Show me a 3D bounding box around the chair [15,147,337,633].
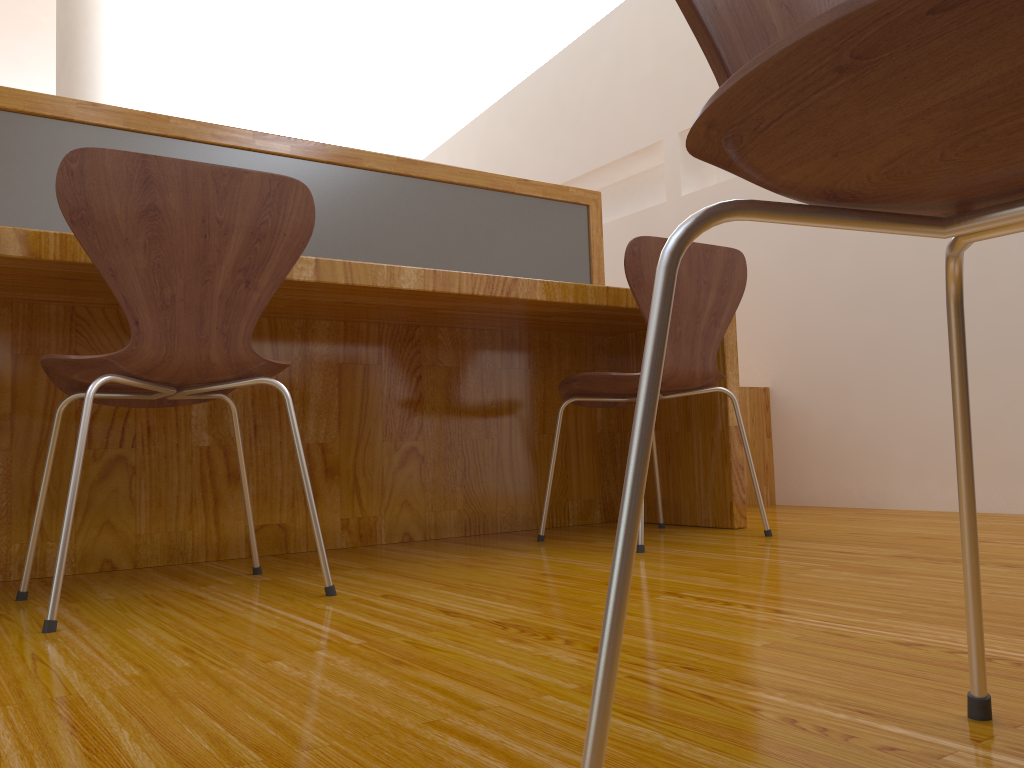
[{"bbox_3d":[-0.574,0.016,1.495,0.428,0.693,0.381,1,-5,-34],"label":"chair"}]

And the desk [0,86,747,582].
[{"bbox_3d":[-1.080,-0.104,1.962,3.216,1.022,1.248,1,-5,-34],"label":"desk"}]

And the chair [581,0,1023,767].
[{"bbox_3d":[0.293,-0.094,0.468,0.428,0.693,0.381,1,-5,-34],"label":"chair"}]

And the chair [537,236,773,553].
[{"bbox_3d":[0.327,0.034,2.158,0.428,0.693,0.381,1,-5,-34],"label":"chair"}]
